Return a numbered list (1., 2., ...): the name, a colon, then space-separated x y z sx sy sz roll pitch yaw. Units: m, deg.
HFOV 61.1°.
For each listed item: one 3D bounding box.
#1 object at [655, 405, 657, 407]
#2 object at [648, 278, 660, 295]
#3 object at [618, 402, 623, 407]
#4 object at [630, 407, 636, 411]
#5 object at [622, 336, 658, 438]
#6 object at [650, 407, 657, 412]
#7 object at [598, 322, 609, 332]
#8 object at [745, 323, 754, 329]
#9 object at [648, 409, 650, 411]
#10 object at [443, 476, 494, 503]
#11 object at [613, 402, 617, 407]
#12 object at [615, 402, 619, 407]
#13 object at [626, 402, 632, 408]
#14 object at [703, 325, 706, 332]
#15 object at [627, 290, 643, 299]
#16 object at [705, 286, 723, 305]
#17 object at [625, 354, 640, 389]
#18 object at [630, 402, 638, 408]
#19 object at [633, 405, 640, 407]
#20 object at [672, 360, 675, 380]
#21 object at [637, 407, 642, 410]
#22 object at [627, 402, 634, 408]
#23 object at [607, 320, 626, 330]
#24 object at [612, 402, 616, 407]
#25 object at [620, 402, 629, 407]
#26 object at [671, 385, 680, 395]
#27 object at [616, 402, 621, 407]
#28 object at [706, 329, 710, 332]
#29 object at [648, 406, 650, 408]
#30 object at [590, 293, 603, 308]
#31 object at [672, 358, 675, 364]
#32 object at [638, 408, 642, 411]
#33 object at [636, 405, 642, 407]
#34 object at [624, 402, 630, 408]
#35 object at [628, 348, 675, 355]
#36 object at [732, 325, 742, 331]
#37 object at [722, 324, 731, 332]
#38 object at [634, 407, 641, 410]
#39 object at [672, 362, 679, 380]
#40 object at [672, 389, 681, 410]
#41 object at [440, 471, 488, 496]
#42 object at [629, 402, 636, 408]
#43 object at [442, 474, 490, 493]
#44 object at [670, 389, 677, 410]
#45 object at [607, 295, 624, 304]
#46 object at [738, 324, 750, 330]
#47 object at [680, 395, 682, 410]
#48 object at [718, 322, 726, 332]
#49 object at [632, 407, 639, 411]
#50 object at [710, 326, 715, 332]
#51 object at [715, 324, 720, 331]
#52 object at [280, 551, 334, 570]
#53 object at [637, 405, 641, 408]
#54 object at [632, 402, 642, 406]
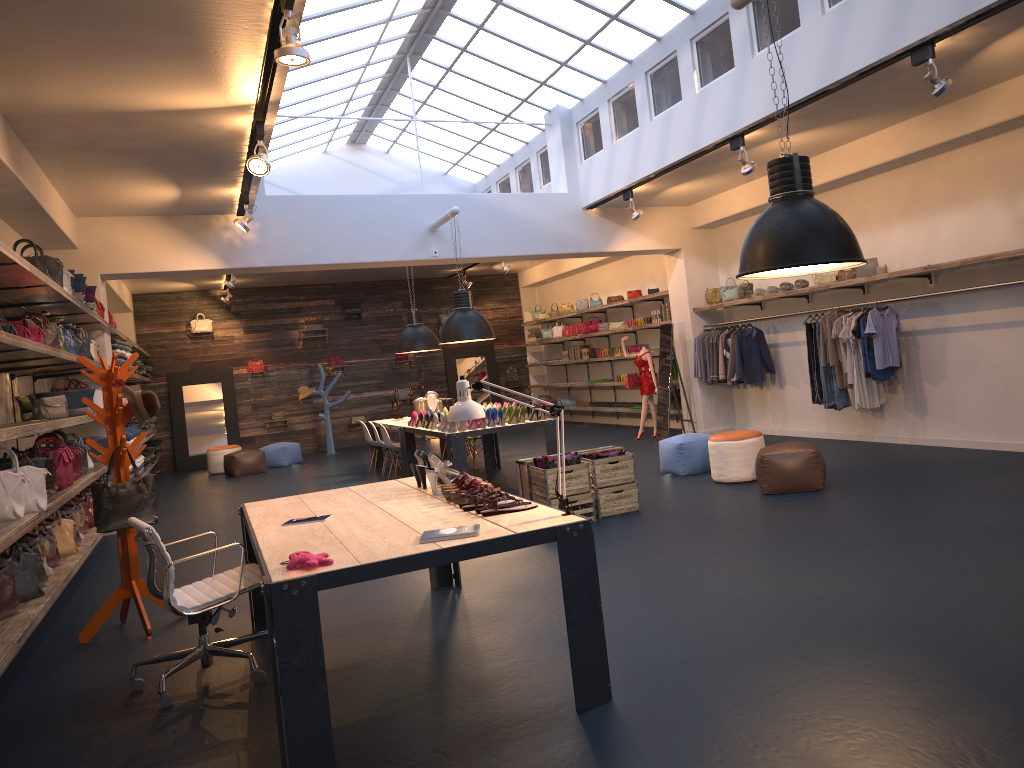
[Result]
1. object: 2.501 0.389 14.826 0.249 0.068 0.080 -6 0 -19
2. object: 2.364 -1.638 14.551 0.197 0.280 0.059 -6 -1 6
3. object: 2.077 0.387 16.312 0.180 0.088 0.068 -6 0 11
4. object: 2.181 0.436 15.464 0.252 0.058 0.077 -7 1 -29
5. object: 2.137 0.029 13.820 0.375 1.666 0.683 -4 -2 -45
6. object: 2.429 0.427 14.745 0.252 0.058 0.077 -7 1 -29
7. object: 1.759 -1.083 16.541 0.250 0.176 0.111 -6 -1 28
8. object: 3.316 -0.803 12.133 0.461 0.220 0.009 -6 -1 -26
9. object: 2.413 0.426 14.832 0.252 0.058 0.077 -7 1 -29
10. object: -0.223 0.531 4.459 0.271 0.117 0.095 -6 0 -17
11. object: 2.012 0.390 16.496 0.184 0.088 0.066 -6 0 3
12. object: 2.035 0.389 16.435 0.183 0.088 0.067 -6 0 6
13. object: 2.186 0.383 16.001 0.192 0.088 0.063 -6 0 -10
14. object: 2.936 -0.785 13.153 0.461 0.220 0.009 -6 -1 -26
15. object: 2.144 -1.566 15.192 0.269 0.149 0.117 -6 0 10
16. object: 3.058 -1.320 13.005 0.316 0.284 0.206 -6 0 4
17. object: 1.926 -0.214 14.004 0.082 0.554 0.347 -7 -1 43
18. object: 2.252 0.380 15.817 0.187 0.088 0.065 -6 0 -1
19. object: 2.250 0.401 15.451 0.251 0.063 0.078 -6 0 -21
20. object: 2.712 -0.238 14.259 0.396 0.339 0.205 -6 -1 -18
21. object: 2.275 0.432 15.224 0.252 0.058 0.077 -7 1 -29
22. object: 2.208 0.382 15.939 0.188 0.088 0.065 -6 0 -3
23. object: 1.924 -1.088 16.065 0.346 0.175 0.242 -6 0 18
24. object: 1.992 0.391 16.556 0.187 0.088 0.065 -6 0 0
25. object: 2.098 0.387 16.252 0.178 0.088 0.069 -6 0 16
26. object: 2.700 0.220 14.505 0.390 0.391 0.171 -6 -1 -12
27. object: 2.056 0.388 16.371 0.183 0.088 0.067 -6 0 6
28. object: 2.957 -0.786 13.093 0.461 0.220 0.009 -6 -1 -26
29. object: 2.445 0.392 14.987 0.249 0.068 0.079 -6 0 -19
30. object: 1.616 -1.614 16.732 0.268 0.283 0.099 -6 -1 10
31. object: 2.669 -0.264 14.419 0.390 0.391 0.171 -6 -1 -12
32. object: 2.290 0.432 15.137 0.252 0.058 0.077 -7 1 -29
33. object: 2.306 0.398 15.379 0.249 0.068 0.079 -6 0 -19
34. object: 2.166 0.384 16.061 0.191 0.088 0.064 -6 0 -9
35. object: 2.473 -0.572 14.901 0.513 0.060 1.423 -6 1 -20
36. object: 3.216 -0.800 12.411 0.461 0.220 0.009 -6 -1 -26
37. object: 3.122 -0.794 12.633 0.461 0.220 0.009 -6 -1 -26
38. object: 2.234 0.434 15.298 0.252 0.058 0.077 -7 1 -29
39. object: 2.742 -0.246 14.072 0.367 0.356 0.151 -6 -1 -25
40. object: 2.773 0.238 14.157 0.367 0.356 0.151 -6 -1 -25
41. object: -0.258 0.529 4.675 0.273 0.117 0.094 -6 0 -20
42. object: 2.230 0.381 15.877 0.188 0.088 0.065 -6 0 -3
43. object: -0.235 0.529 4.566 0.279 0.117 0.092 -7 0 -32
44. object: 2.743 0.246 14.344 0.396 0.339 0.205 -6 -1 -18
45. object: 1.924 -1.555 15.943 0.375 0.141 0.387 -6 1 -11
46. object: 3.265 -0.799 12.243 0.461 0.220 0.009 -6 -1 -26
47. object: 2.853 0.241 14.032 0.396 0.339 0.205 -6 -1 -18
48. object: 3.091 -0.792 12.720 0.461 0.220 0.009 -6 -1 -26
49. object: 2.218 0.434 15.385 0.252 0.058 0.077 -7 1 -29
50. object: 2.998 -0.789 12.988 0.461 0.220 0.009 -6 -1 -26
51. object: 3.048 -0.791 12.845 0.461 0.220 0.009 -6 -1 -26
52. object: -0.776 0.651 3.257 0.169 0.051 0.284 -6 1 -26
53. object: 2.307 0.398 15.291 0.249 0.064 0.080 -6 0 -19
54. object: 2.274 0.380 15.756 0.185 0.088 0.066 -6 0 3
